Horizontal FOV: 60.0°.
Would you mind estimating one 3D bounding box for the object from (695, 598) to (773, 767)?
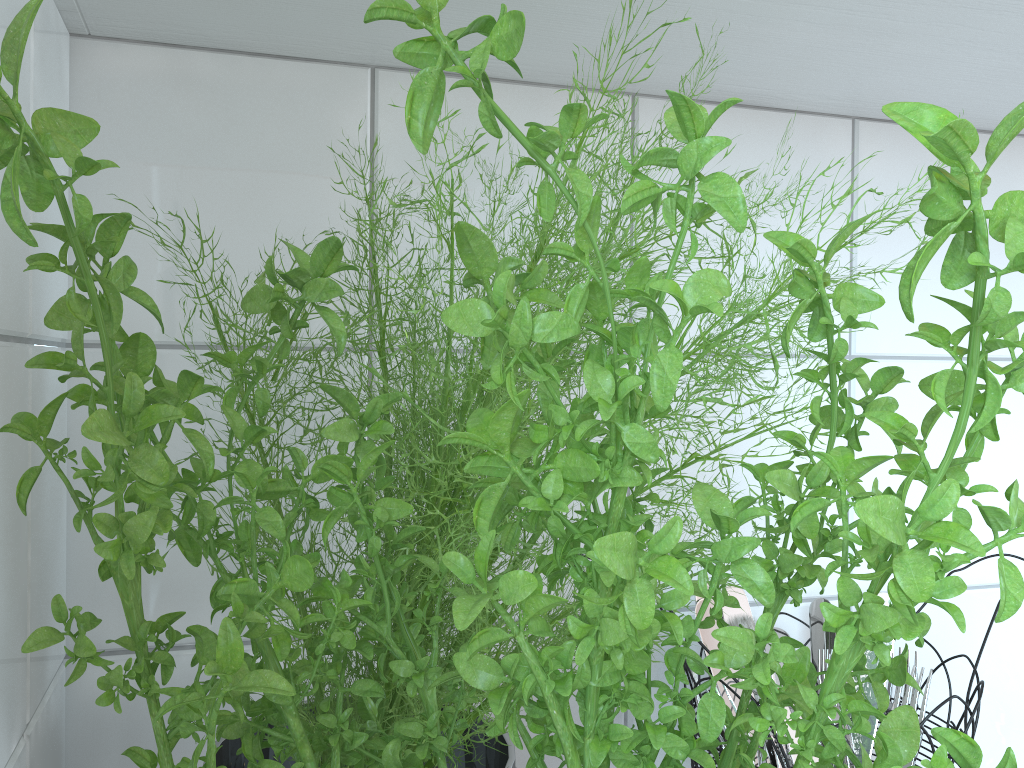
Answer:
[{"bbox_3d":[0.162,0.245,0.584,0.089,0.192,0.024,1,1,39],"label":"object"}]

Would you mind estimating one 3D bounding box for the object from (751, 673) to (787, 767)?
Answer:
[{"bbox_3d":[0.178,0.265,0.574,0.020,0.153,0.085,0,1,-11],"label":"object"}]

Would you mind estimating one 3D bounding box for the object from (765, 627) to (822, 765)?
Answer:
[{"bbox_3d":[0.197,0.242,0.583,0.074,0.199,0.135,0,1,-37],"label":"object"}]

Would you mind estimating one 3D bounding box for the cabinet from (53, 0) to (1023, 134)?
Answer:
[{"bbox_3d":[1.322,0.044,0.633,3.093,2.348,0.707,0,1,-17],"label":"cabinet"}]

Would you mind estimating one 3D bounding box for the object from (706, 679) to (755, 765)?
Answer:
[{"bbox_3d":[0.161,0.269,0.554,0.019,0.146,0.110,0,1,-37],"label":"object"}]

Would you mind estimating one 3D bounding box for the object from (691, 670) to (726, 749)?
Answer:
[{"bbox_3d":[0.140,0.261,0.559,0.071,0.162,0.020,1,1,42],"label":"object"}]

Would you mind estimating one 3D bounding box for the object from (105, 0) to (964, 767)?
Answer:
[{"bbox_3d":[-0.011,0.089,0.409,0.323,0.511,0.285,0,1,-22],"label":"object"}]

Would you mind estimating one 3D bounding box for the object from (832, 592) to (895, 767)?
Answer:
[{"bbox_3d":[0.228,0.243,0.591,0.074,0.198,0.024,0,1,-39],"label":"object"}]

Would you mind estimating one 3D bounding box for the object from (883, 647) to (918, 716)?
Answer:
[{"bbox_3d":[0.244,0.259,0.578,0.054,0.166,0.021,0,1,-41],"label":"object"}]

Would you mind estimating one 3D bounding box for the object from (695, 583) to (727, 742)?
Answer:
[{"bbox_3d":[0.150,0.239,0.597,0.025,0.203,0.056,0,1,-34],"label":"object"}]

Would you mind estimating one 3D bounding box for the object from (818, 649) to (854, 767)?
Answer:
[{"bbox_3d":[0.219,0.261,0.575,0.020,0.163,0.071,0,1,-14],"label":"object"}]

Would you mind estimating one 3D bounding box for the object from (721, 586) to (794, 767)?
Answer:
[{"bbox_3d":[0.178,0.241,0.603,0.076,0.198,0.022,1,1,37],"label":"object"}]

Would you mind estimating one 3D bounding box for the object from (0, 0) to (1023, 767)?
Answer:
[{"bbox_3d":[0.000,0.137,0.179,0.192,0.432,0.155,1,1,7],"label":"object"}]

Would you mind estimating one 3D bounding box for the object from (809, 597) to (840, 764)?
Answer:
[{"bbox_3d":[0.216,0.246,0.606,0.017,0.189,0.060,1,1,3],"label":"object"}]

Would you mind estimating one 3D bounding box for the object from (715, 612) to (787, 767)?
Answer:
[{"bbox_3d":[0.157,0.235,0.496,0.098,0.218,0.018,0,1,-17],"label":"object"}]

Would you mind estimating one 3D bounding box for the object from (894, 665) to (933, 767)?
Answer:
[{"bbox_3d":[0.242,0.263,0.556,0.021,0.158,0.077,1,1,41],"label":"object"}]

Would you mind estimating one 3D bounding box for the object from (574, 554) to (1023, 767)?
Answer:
[{"bbox_3d":[0.202,0.222,0.557,0.325,0.244,0.175,0,1,-40],"label":"object"}]
